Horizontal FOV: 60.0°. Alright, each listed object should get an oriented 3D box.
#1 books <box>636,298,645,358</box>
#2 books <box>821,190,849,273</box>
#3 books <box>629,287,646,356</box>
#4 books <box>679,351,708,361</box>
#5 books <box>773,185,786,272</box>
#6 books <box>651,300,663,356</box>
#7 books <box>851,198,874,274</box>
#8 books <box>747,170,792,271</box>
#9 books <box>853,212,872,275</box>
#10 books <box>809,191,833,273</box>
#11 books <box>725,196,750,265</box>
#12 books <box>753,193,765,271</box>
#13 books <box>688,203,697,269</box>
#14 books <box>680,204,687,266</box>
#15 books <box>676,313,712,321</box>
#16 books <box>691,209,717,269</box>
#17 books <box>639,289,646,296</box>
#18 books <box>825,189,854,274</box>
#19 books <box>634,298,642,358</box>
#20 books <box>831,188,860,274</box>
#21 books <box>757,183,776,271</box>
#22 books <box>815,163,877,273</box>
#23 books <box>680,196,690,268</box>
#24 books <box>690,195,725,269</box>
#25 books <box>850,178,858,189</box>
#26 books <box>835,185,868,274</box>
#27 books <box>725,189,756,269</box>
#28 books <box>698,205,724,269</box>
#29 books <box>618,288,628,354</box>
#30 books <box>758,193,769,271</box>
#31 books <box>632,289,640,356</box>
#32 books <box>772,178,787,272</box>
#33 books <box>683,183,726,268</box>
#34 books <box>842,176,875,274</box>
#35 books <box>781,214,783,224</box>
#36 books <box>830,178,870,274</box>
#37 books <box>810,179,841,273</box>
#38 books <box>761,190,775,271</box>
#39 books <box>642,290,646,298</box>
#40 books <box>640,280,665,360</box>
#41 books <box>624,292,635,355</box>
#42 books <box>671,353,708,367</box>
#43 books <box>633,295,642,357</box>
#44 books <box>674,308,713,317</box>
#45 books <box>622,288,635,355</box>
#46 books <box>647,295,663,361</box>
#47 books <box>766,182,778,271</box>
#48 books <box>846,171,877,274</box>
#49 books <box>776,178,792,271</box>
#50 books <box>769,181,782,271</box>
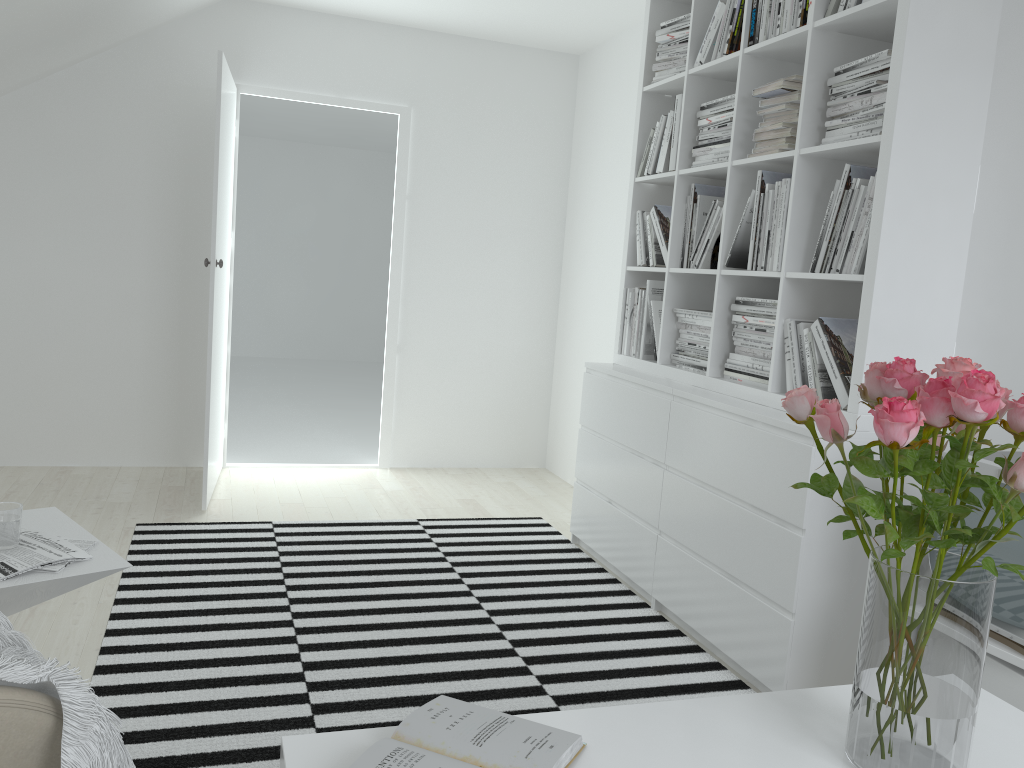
[{"bbox_3d":[0.611,-0.233,3.754,0.161,0.256,0.013,2,7,-19],"label":"books"},{"bbox_3d":[1.035,-0.449,2.670,0.161,0.248,0.078,2,7,-19],"label":"books"},{"bbox_3d":[0.606,-0.265,3.848,0.180,0.296,0.028,2,7,-19],"label":"books"},{"bbox_3d":[0.774,-0.103,3.402,0.161,0.013,0.254,2,7,-19],"label":"books"},{"bbox_3d":[0.935,-0.494,2.855,0.174,0.273,0.021,2,7,-19],"label":"books"},{"bbox_3d":[0.654,-0.218,3.635,0.161,0.235,0.118,2,7,-19],"label":"books"},{"bbox_3d":[1.089,-0.439,2.543,0.174,0.269,0.091,2,7,-19],"label":"books"},{"bbox_3d":[0.891,-0.543,2.993,0.176,0.331,0.025,2,7,-19],"label":"books"},{"bbox_3d":[1.080,-0.442,2.499,0.182,0.282,0.090,2,7,-19],"label":"books"},{"bbox_3d":[1.013,-0.455,2.717,0.161,0.248,0.077,2,7,-19],"label":"books"},{"bbox_3d":[0.852,-0.522,3.085,0.161,0.235,0.118,2,7,-19],"label":"books"},{"bbox_3d":[0.889,-0.502,2.965,0.161,0.256,0.013,2,7,-19],"label":"books"},{"bbox_3d":[0.770,-0.568,3.462,0.161,0.254,0.013,2,7,-19],"label":"books"},{"bbox_3d":[0.748,-0.577,3.507,0.161,0.254,0.012,2,7,-19],"label":"books"},{"bbox_3d":[0.780,-0.252,3.394,0.182,0.016,0.288,2,7,-19],"label":"books"},{"bbox_3d":[0.794,-0.541,3.368,0.161,0.226,0.137,2,7,-19],"label":"books"},{"bbox_3d":[0.618,-0.256,3.812,0.182,0.288,0.016,2,7,-19],"label":"books"},{"bbox_3d":[1.036,-0.445,2.639,0.161,0.249,0.078,2,7,-19],"label":"books"},{"bbox_3d":[0.606,-0.235,3.777,0.161,0.254,0.012,2,7,-19],"label":"books"},{"bbox_3d":[1.046,-0.441,2.616,0.161,0.248,0.077,2,7,-19],"label":"books"},{"bbox_3d":[0.902,-0.515,2.954,0.159,0.285,0.012,2,7,-19],"label":"books"},{"bbox_3d":[1.035,-0.487,2.673,0.176,0.325,0.109,2,7,-19],"label":"books"},{"bbox_3d":[0.750,-0.589,3.492,0.159,0.285,0.012,2,7,-19],"label":"books"},{"bbox_3d":[0.790,-0.580,3.452,0.182,0.288,0.016,2,7,-19],"label":"books"},{"bbox_3d":[1.057,-0.462,2.655,0.182,0.282,0.090,2,7,-19],"label":"books"},{"bbox_3d":[1.060,-0.443,2.603,0.167,0.258,0.085,2,7,-19],"label":"books"},{"bbox_3d":[0.855,-0.528,3.065,0.159,0.263,0.131,2,7,-19],"label":"books"},{"bbox_3d":[0.830,-0.548,3.331,0.182,0.257,0.158,2,7,-19],"label":"books"},{"bbox_3d":[0.561,-0.271,3.894,0.182,0.288,0.016,2,7,-19],"label":"books"},{"bbox_3d":[0.899,-0.498,2.943,0.161,0.254,0.012,2,7,-19],"label":"books"},{"bbox_3d":[0.613,-0.258,3.827,0.182,0.288,0.016,2,7,-19],"label":"books"},{"bbox_3d":[0.943,-0.507,2.881,0.180,0.296,0.028,2,7,-19],"label":"books"},{"bbox_3d":[0.767,-0.608,3.474,0.176,0.331,0.025,2,7,-19],"label":"books"},{"bbox_3d":[1.080,-0.451,2.586,0.182,0.282,0.090,2,7,-19],"label":"books"},{"bbox_3d":[0.941,-0.500,2.836,0.182,0.288,0.016,2,7,-19],"label":"books"},{"bbox_3d":[1.050,-0.457,2.624,0.159,0.278,0.085,2,7,-19],"label":"books"},{"bbox_3d":[1.016,-0.470,2.697,0.159,0.278,0.085,2,7,-19],"label":"books"},{"bbox_3d":[0.912,-0.500,2.931,0.167,0.263,0.017,2,7,-19],"label":"books"},{"bbox_3d":[0.616,-0.249,3.766,0.159,0.285,0.012,2,7,-19],"label":"books"},{"bbox_3d":[0.633,-0.265,3.723,0.176,0.331,0.025,2,7,-19],"label":"books"},{"bbox_3d":[0.582,-0.258,3.866,0.174,0.273,0.021,2,7,-19],"label":"books"},{"bbox_3d":[0.768,-0.086,3.416,0.176,0.025,0.331,2,7,-19],"label":"books"},{"bbox_3d":[0.609,-0.242,3.794,0.167,0.263,0.017,2,7,-19],"label":"books"},{"bbox_3d":[0.769,-0.269,3.394,0.182,0.016,0.288,2,7,-19],"label":"books"},{"bbox_3d":[0.576,-0.268,3.883,0.182,0.288,0.016,2,7,-19],"label":"books"},{"bbox_3d":[0.646,-0.229,3.650,0.159,0.263,0.131,2,7,-19],"label":"books"},{"bbox_3d":[0.932,-0.509,2.918,0.182,0.288,0.016,2,7,-19],"label":"books"},{"bbox_3d":[1.087,-0.454,2.563,0.180,0.293,0.103,2,7,-19],"label":"books"},{"bbox_3d":[0.935,-0.497,2.818,0.182,0.288,0.016,2,7,-19],"label":"books"},{"bbox_3d":[0.936,-0.507,2.903,0.182,0.288,0.016,2,7,-19],"label":"books"}]
